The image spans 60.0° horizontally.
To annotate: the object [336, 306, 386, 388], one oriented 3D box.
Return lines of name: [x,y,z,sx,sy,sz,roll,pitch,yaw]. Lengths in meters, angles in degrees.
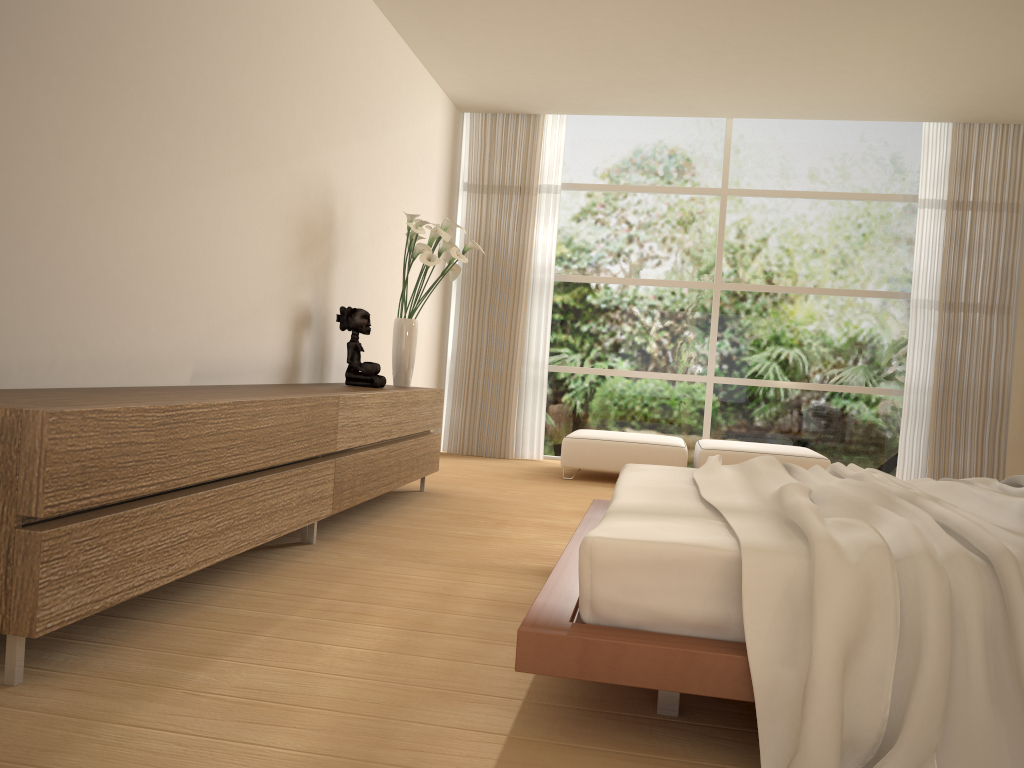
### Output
object: [-0.852,-0.211,5.060,0.282,0.453,0.181,4,1,10]

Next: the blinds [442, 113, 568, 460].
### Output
blinds: [-0.071,-1.007,8.051,0.950,3.352,0.211,4,1,8]

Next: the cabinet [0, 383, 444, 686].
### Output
cabinet: [-1.064,0.356,3.931,0.588,0.662,3.713,4,1,10]

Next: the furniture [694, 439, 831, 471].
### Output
furniture: [1.936,0.660,6.996,0.965,0.346,0.964,4,1,10]

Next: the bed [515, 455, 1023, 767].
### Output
bed: [1.433,0.601,2.764,2.535,0.570,2.599,4,1,10]

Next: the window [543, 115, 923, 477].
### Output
window: [1.845,-0.881,7.982,4.781,3.371,0.071,4,1,10]

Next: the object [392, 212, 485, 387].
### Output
object: [-0.506,-0.515,5.499,0.515,1.085,0.608,3,1,-32]

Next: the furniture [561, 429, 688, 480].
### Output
furniture: [0.918,0.586,7.172,0.965,0.346,0.964,4,1,10]

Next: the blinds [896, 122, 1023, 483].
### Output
blinds: [3.737,-0.728,7.342,0.814,3.351,0.202,4,1,9]
